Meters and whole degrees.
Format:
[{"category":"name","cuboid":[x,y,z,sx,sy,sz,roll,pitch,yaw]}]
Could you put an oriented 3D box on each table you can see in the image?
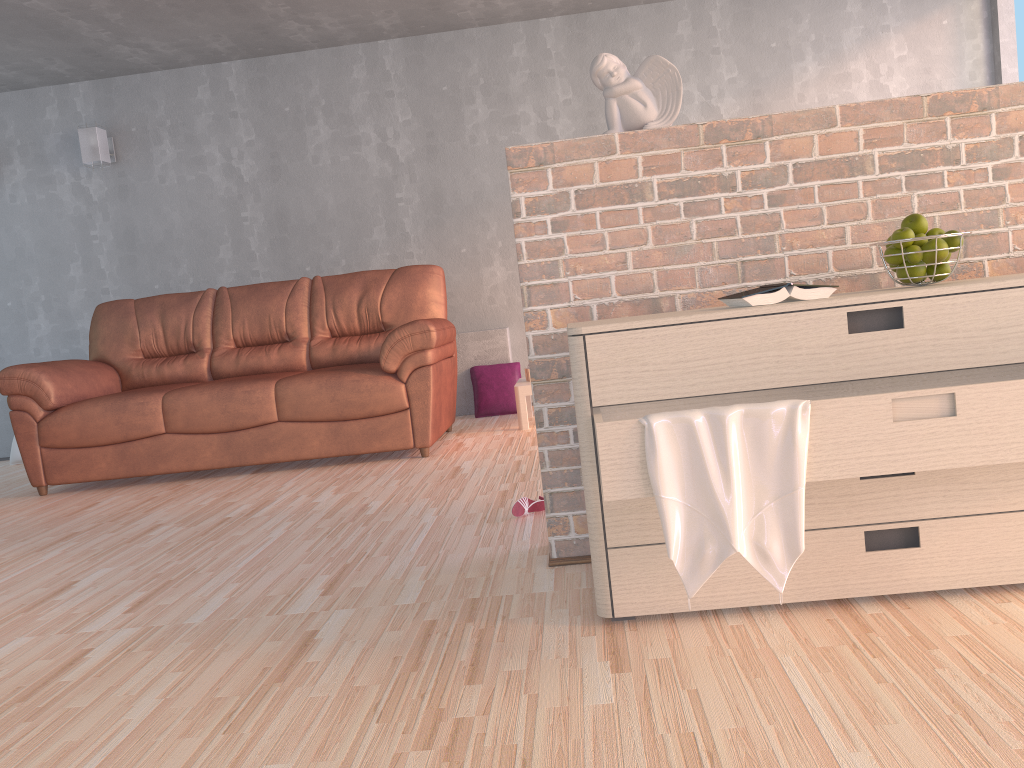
[{"category":"table","cuboid":[0.313,0.081,5.032,0.548,0.241,0.548,-6,5,4]}]

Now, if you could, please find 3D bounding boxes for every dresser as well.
[{"category":"dresser","cuboid":[0.983,0.097,1.804,1.686,0.612,0.605,-6,5,4]}]

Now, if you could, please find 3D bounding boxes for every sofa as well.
[{"category":"sofa","cuboid":[-1.396,-0.089,4.702,2.202,0.923,0.981,-6,5,4]}]

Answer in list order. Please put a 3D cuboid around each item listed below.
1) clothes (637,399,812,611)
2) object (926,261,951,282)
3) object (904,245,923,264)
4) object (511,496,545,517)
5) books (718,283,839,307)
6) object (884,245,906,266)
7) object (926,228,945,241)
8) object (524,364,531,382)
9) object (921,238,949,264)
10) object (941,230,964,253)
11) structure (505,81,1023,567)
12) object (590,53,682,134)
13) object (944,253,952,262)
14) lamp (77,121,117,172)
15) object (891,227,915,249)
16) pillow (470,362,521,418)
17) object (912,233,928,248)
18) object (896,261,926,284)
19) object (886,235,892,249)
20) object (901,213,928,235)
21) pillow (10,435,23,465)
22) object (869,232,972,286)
[{"category":"clothes","cuboid":[0.394,0.220,1.564,0.325,0.369,0.097,-6,5,5]},{"category":"object","cuboid":[0.917,-0.244,1.906,0.046,0.048,0.048,-7,5,-7]},{"category":"object","cuboid":[0.849,-0.274,1.875,0.038,0.040,0.039,-5,5,13]},{"category":"object","cuboid":[0.074,0.387,2.844,0.078,0.066,0.192,-2,7,40]},{"category":"books","cuboid":[0.563,-0.193,1.889,0.209,0.040,0.146,-7,5,-6]},{"category":"object","cuboid":[0.828,-0.278,1.913,0.046,0.044,0.046,-6,5,0]},{"category":"object","cuboid":[0.915,-0.316,1.917,0.043,0.043,0.039,-7,5,-10]},{"category":"object","cuboid":[0.148,-0.072,5.029,0.152,0.105,0.080,-9,6,-27]},{"category":"object","cuboid":[0.890,-0.280,1.871,0.057,0.057,0.057,-3,6,37]},{"category":"object","cuboid":[0.930,-0.302,1.878,0.047,0.047,0.046,-2,7,42]},{"category":"structure","cuboid":[0.746,-0.141,2.264,1.422,1.057,0.211,-6,5,4]},{"category":"object","cuboid":[0.310,-0.732,2.232,0.216,0.218,0.131,-6,5,4]},{"category":"object","cuboid":[0.932,-0.286,1.940,0.053,0.054,0.053,-2,6,40]},{"category":"lamp","cuboid":[-2.741,-1.560,5.849,0.165,0.319,0.177,-6,5,4]},{"category":"object","cuboid":[0.831,-0.310,1.885,0.046,0.045,0.046,-6,5,4]},{"category":"pillow","cuboid":[-0.090,0.038,5.641,0.327,0.326,0.241,-7,5,-2]},{"category":"object","cuboid":[0.869,-0.303,1.897,0.039,0.038,0.039,-3,6,33]},{"category":"object","cuboid":[0.862,-0.244,1.914,0.059,0.055,0.060,-11,7,-40]},{"category":"object","cuboid":[0.848,-0.305,1.948,0.049,0.053,0.054,-3,6,35]},{"category":"object","cuboid":[0.873,-0.342,1.923,0.054,0.056,0.054,-6,5,4]},{"category":"pillow","cuboid":[-3.161,0.361,5.902,0.327,0.326,0.241,-6,5,8]},{"category":"object","cuboid":[0.887,-0.264,1.922,0.202,0.104,0.202,-7,5,-2]}]
